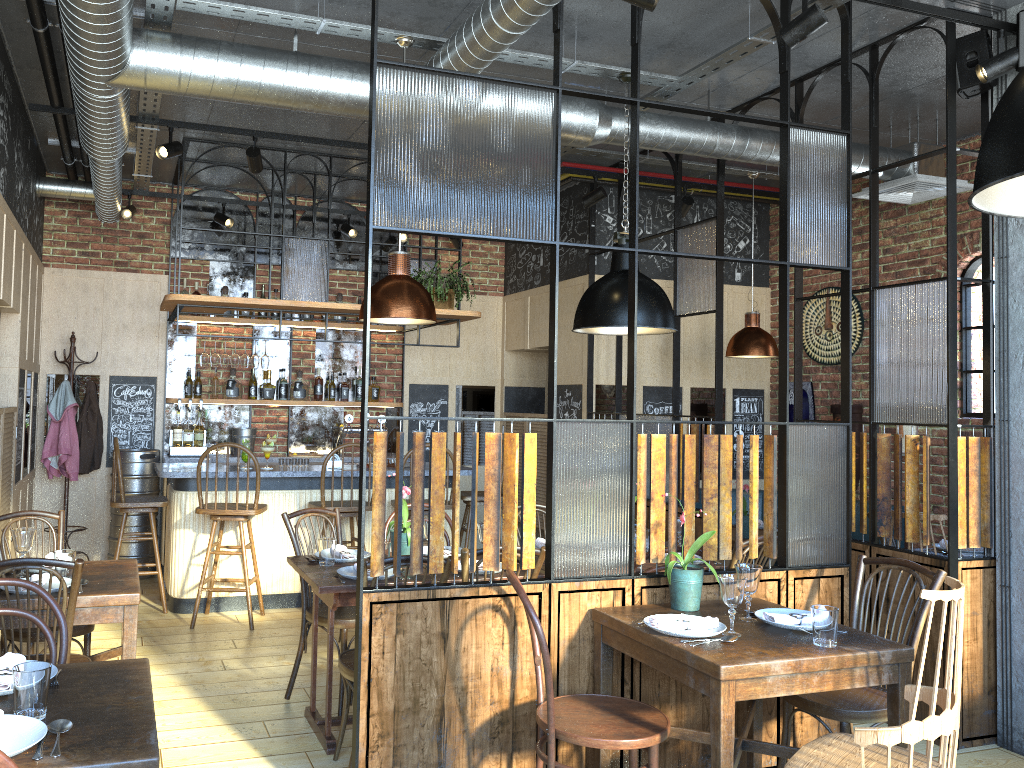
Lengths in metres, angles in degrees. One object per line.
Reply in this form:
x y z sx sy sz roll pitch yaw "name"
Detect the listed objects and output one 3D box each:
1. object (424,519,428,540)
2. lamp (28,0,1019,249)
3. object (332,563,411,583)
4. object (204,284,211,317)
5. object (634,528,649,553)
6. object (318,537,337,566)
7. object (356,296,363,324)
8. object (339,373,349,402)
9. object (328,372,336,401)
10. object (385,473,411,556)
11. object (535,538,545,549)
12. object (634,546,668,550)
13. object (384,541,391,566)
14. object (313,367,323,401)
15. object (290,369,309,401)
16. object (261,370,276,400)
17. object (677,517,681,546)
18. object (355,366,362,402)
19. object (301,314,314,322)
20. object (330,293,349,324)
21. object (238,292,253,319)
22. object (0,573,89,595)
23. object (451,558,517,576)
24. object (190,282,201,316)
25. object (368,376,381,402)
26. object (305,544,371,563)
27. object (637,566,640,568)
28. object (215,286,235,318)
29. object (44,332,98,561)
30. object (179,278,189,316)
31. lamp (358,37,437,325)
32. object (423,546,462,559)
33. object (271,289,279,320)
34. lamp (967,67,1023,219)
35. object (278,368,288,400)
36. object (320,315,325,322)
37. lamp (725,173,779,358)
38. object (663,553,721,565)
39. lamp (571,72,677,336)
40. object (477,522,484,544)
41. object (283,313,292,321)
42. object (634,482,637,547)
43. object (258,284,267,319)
-0.383 0.746 4.203 0.102 0.192 0.094 0 -3 25 "object"
-0.484 -1.469 4.936 7.002 0.274 6.458 2 -1 -22 "lamp"
-0.602 0.803 3.793 0.316 0.051 0.276 2 -1 -18 "object"
-2.634 -0.721 7.629 0.057 0.288 0.054 0 -3 17 "object"
0.669 0.810 4.550 0.080 0.120 0.088 3 -3 -39 "object"
-0.845 0.767 4.029 0.088 0.120 0.080 -1 -3 44 "object"
-1.399 -0.674 8.082 0.063 0.264 0.068 2 -3 -28 "object"
-1.517 0.029 7.976 0.075 0.263 0.081 2 -3 -21 "object"
-1.622 0.025 7.940 0.063 0.264 0.069 3 -3 -41 "object"
-0.501 0.624 4.109 0.150 0.427 0.197 0 -2 11 "object"
0.167 0.835 4.540 0.316 0.051 0.276 2 -1 -18 "object"
0.660 0.849 4.712 0.316 0.051 0.276 2 -1 -18 "object"
-0.586 0.771 3.955 0.088 0.120 0.081 0 -3 30 "object"
-1.737 0.003 7.912 0.085 0.303 0.086 1 -3 -3 "object"
-1.890 0.007 7.836 0.166 0.283 0.124 1 -2 -7 "object"
-2.138 0.009 7.743 0.113 0.265 0.120 2 -3 -21 "object"
0.854 0.777 4.467 0.099 0.192 0.097 1 -2 3 "object"
-1.392 -0.001 8.043 0.075 0.330 0.075 1 -3 2 "object"
-1.832 -0.687 7.915 0.113 0.265 0.120 2 -3 -21 "object"
-1.567 -0.689 8.011 0.166 0.283 0.124 1 -2 -7 "object"
-2.336 -0.687 7.729 0.140 0.235 0.091 2 -3 -16 "object"
-1.814 0.768 3.403 0.316 0.051 0.276 2 -1 -18 "object"
-0.140 0.816 3.972 0.316 0.051 0.276 2 -1 -18 "object"
-2.730 -0.731 7.616 0.084 0.303 0.087 1 -3 -11 "object"
-1.268 0.049 8.052 0.137 0.235 0.093 3 -3 -36 "object"
-0.821 0.807 4.188 0.316 0.051 0.276 2 -1 -18 "object"
0.433 0.832 4.162 0.316 0.051 0.276 2 -1 -18 "object"
-2.500 -0.715 7.675 0.166 0.283 0.124 1 -2 -7 "object"
-3.574 0.569 7.054 0.347 1.991 0.358 1 -3 0 "object"
-2.813 -0.747 7.568 0.075 0.330 0.075 1 -3 2 "object"
-0.520 -0.957 4.138 0.386 1.336 0.351 -1 -3 41 "lamp"
-0.364 0.820 4.348 0.316 0.051 0.276 2 -1 -18 "object"
-2.105 -0.704 7.844 0.073 0.284 0.078 2 -3 -21 "object"
1.075 -0.988 1.487 0.526 1.327 0.531 1 -2 -4 "lamp"
-2.027 0.004 7.810 0.073 0.284 0.078 2 -3 -21 "object"
-1.697 -0.682 7.975 0.064 0.264 0.068 2 -3 -22 "object"
1.744 -0.861 6.386 0.354 1.336 0.383 2 -3 -29 "lamp"
0.848 0.844 4.321 0.316 0.051 0.276 2 -1 -18 "object"
0.583 -0.931 4.533 0.522 1.327 0.536 1 -2 -9 "lamp"
-0.120 0.749 4.125 0.098 0.192 0.098 1 -2 -2 "object"
-2.000 -0.690 7.860 0.075 0.263 0.081 2 -3 -21 "object"
0.559 0.652 4.450 0.217 0.432 0.137 1 -3 -2 "object"
-2.206 -0.724 7.800 0.077 0.318 0.084 3 -3 -41 "object"
